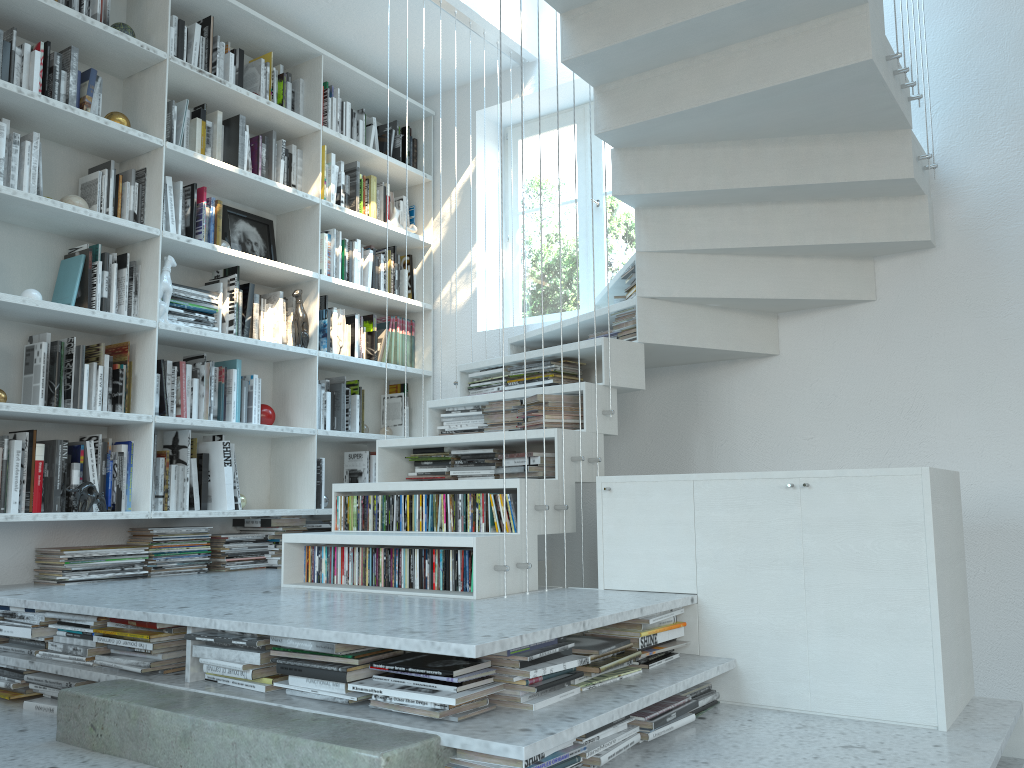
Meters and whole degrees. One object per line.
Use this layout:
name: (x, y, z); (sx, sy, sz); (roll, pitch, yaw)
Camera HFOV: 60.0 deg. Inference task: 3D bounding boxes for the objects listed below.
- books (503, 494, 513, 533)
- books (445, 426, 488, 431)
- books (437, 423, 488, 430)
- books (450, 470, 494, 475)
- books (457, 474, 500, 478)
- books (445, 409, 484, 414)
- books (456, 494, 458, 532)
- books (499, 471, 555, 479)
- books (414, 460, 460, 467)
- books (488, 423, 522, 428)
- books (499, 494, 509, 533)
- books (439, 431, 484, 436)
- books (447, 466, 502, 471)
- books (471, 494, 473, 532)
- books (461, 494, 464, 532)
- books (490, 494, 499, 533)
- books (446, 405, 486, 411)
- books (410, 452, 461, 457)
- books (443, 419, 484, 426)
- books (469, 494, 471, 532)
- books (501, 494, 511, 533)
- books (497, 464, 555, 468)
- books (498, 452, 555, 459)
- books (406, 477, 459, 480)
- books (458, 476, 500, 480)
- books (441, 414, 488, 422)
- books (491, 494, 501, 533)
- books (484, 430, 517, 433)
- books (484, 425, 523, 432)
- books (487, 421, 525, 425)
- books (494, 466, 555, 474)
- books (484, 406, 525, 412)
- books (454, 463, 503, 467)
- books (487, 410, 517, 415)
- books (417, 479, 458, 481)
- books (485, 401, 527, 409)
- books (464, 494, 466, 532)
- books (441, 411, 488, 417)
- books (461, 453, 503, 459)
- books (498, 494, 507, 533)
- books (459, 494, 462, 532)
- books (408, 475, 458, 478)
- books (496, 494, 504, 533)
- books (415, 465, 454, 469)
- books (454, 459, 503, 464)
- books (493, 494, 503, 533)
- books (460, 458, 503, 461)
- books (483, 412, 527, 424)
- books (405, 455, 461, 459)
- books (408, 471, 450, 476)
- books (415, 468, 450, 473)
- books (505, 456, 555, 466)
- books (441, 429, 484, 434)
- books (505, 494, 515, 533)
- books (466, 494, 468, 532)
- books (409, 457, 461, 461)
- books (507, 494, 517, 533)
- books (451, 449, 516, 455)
books: (0.022, 0.418, 2.872); (0.035, 0.123, 0.125); (-5, -9, 34)
books: (-0.162, 0.193, 3.748); (0.179, 0.010, 0.160); (-6, -10, 37)
books: (-0.157, 0.183, 3.757); (0.297, 0.012, 0.145); (-6, -9, 33)
books: (-0.106, 0.346, 3.443); (0.207, 0.016, 0.175); (-5, -9, 29)
books: (-0.097, 0.359, 3.455); (0.188, 0.008, 0.147); (-7, -10, 38)
books: (-0.163, 0.123, 3.757); (0.180, 0.014, 0.157); (-5, -9, 30)
books: (-0.149, 0.434, 2.988); (0.007, 0.125, 0.125); (-5, -9, 34)
books: (0.086, 0.332, 3.226); (0.136, 0.017, 0.289); (4, -9, -32)
books: (-0.281, 0.322, 3.587); (0.181, 0.022, 0.140); (-5, -9, 27)
books: (0.006, 0.170, 3.543); (0.155, 0.013, 0.139); (-6, -9, 36)
books: (0.009, 0.419, 2.881); (0.035, 0.123, 0.125); (-5, -9, 34)
books: (-0.155, 0.218, 3.755); (0.288, 0.017, 0.136); (-5, -9, 32)
books: (-0.107, 0.331, 3.444); (0.225, 0.013, 0.184); (-5, -9, 31)
books: (-0.096, 0.428, 2.953); (0.008, 0.125, 0.125); (-5, -9, 34)
books: (-0.129, 0.432, 2.975); (0.010, 0.125, 0.125); (-5, -9, 34)
books: (-0.023, 0.423, 2.903); (0.034, 0.123, 0.125); (-5, -9, 34)
books: (-0.161, 0.109, 3.761); (0.180, 0.014, 0.157); (-5, -9, 32)
books: (-0.284, 0.290, 3.587); (0.195, 0.012, 0.161); (-5, -9, 31)
books: (-0.156, 0.168, 3.761); (0.230, 0.019, 0.143); (-6, -9, 33)
books: (-0.102, 0.429, 2.957); (0.008, 0.125, 0.125); (-5, -9, 34)
books: (0.016, 0.419, 2.876); (0.036, 0.123, 0.125); (-5, -9, 34)
books: (0.082, 0.301, 3.227); (0.161, 0.007, 0.254); (5, -9, -35)
books: (0.078, 0.262, 3.229); (0.169, 0.014, 0.212); (5, -9, -35)
books: (-0.291, 0.380, 3.564); (0.195, 0.007, 0.189); (-5, -9, 31)
books: (-0.096, 0.370, 3.454); (0.199, 0.013, 0.138); (-7, -10, 41)
books: (-0.160, 0.150, 3.758); (0.240, 0.016, 0.150); (-5, -9, 32)
books: (-0.017, 0.422, 2.898); (0.035, 0.123, 0.125); (-5, -9, 34)
books: (-0.005, 0.200, 3.547); (0.128, 0.016, 0.184); (-7, -10, 41)
books: (0.018, 0.182, 3.531); (0.177, 0.014, 0.200); (-7, -10, 38)
books: (0.025, 0.160, 3.529); (0.181, 0.005, 0.188); (-6, -9, 34)
books: (0.069, 0.313, 3.216); (0.172, 0.019, 0.240); (4, -9, -30)
books: (0.018, 0.105, 3.541); (0.218, 0.012, 0.156); (6, -10, -39)
books: (-0.100, 0.319, 3.456); (0.220, 0.013, 0.150); (-7, -10, 39)
books: (0.002, 0.119, 3.551); (0.159, 0.012, 0.129); (6, -10, -40)
books: (-0.272, 0.394, 3.591); (0.188, 0.014, 0.130); (-6, -9, 34)
books: (0.016, 0.091, 3.543); (0.190, 0.017, 0.166); (-6, -10, 37)
books: (-0.121, 0.431, 2.969); (0.009, 0.125, 0.125); (-5, -9, 34)
books: (-0.169, 0.134, 3.747); (0.203, 0.011, 0.173); (-5, -9, 29)
books: (-0.093, 0.285, 3.470); (0.178, 0.017, 0.133); (-7, -10, 38)
books: (0.003, 0.420, 2.885); (0.034, 0.123, 0.125); (-5, -9, 34)
books: (-0.136, 0.432, 2.980); (0.008, 0.125, 0.125); (-5, -9, 34)
books: (-0.287, 0.373, 3.572); (0.216, 0.009, 0.158); (-5, -9, 27)
books: (-0.003, 0.420, 2.889); (0.034, 0.123, 0.125); (-5, -9, 34)
books: (-0.277, 0.339, 3.591); (0.198, 0.010, 0.132); (-7, -10, 38)
books: (-0.108, 0.305, 3.446); (0.155, 0.012, 0.189); (-6, -10, 37)
books: (-0.010, 0.421, 2.894); (0.036, 0.123, 0.125); (-5, -9, 34)
books: (-0.090, 0.298, 3.474); (0.185, 0.008, 0.129); (-6, -9, 33)
books: (0.028, 0.139, 3.529); (0.222, 0.035, 0.178); (-7, -10, 39)
books: (-0.296, 0.297, 3.569); (0.188, 0.006, 0.198); (-5, -9, 30)
books: (-0.289, 0.363, 3.570); (0.225, 0.012, 0.159); (-7, -10, 42)
books: (-0.281, 0.351, 3.583); (0.166, 0.015, 0.145); (-5, -9, 29)
books: (0.088, 0.284, 3.234); (0.141, 0.028, 0.223); (5, -9, -36)
books: (-0.157, 0.204, 3.754); (0.254, 0.010, 0.138); (-5, -9, 31)
books: (0.028, 0.417, 2.868); (0.034, 0.123, 0.125); (-5, -9, 34)
books: (-0.114, 0.430, 2.965); (0.007, 0.125, 0.125); (-5, -9, 34)
books: (-0.285, 0.306, 3.583); (0.208, 0.009, 0.160); (-5, -9, 30)
books: (0.035, 0.417, 2.863); (0.036, 0.123, 0.125); (-5, -9, 34)
books: (-0.107, 0.267, 3.452); (0.194, 0.014, 0.177); (-5, -9, 29)
